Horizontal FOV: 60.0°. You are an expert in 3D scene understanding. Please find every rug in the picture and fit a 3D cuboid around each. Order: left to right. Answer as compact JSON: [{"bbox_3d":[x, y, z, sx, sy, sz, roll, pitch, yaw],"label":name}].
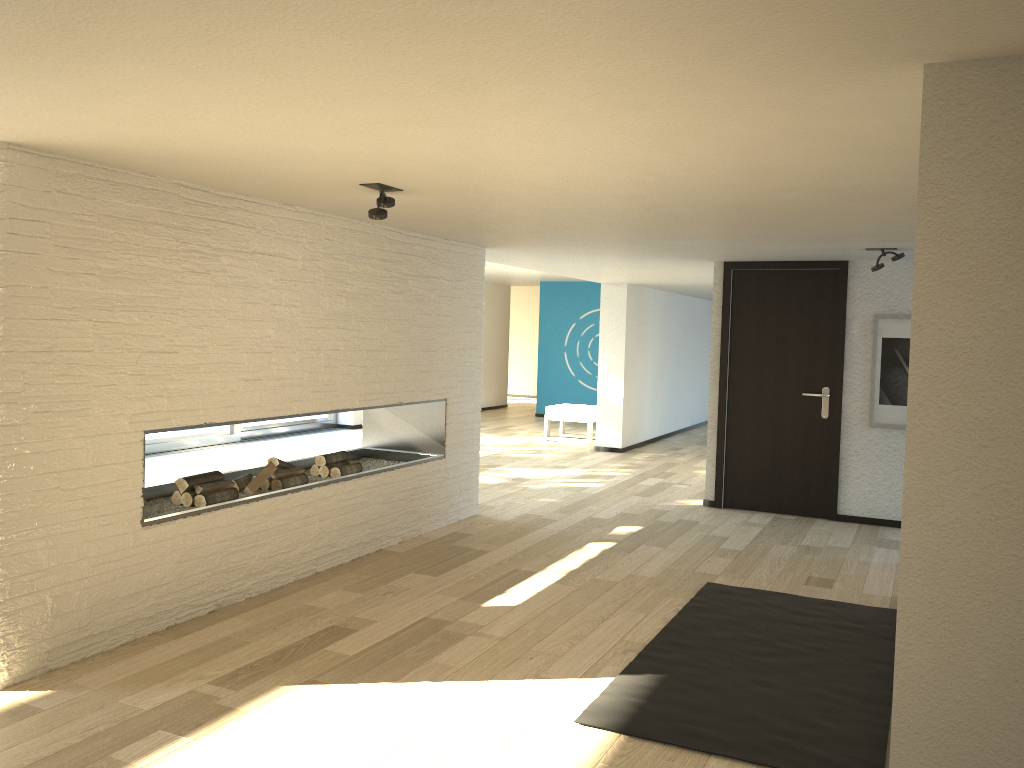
[{"bbox_3d":[1.082,1.147,3.737,0.979,0.011,1.999,3,4,25],"label":"rug"}]

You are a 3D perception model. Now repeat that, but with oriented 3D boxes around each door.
[{"bbox_3d":[-3.084,-0.222,7.924,19.445,2.372,22.956,3,4,25],"label":"door"},{"bbox_3d":[2.065,0.032,6.840,0.920,1.946,0.108,3,3,25],"label":"door"}]

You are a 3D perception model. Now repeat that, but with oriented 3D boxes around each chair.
[{"bbox_3d":[0.817,0.501,11.333,0.611,0.442,0.610,3,3,25],"label":"chair"}]

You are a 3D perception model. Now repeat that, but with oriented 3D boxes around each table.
[{"bbox_3d":[-2.609,0.771,5.923,1.220,0.305,1.220,3,4,25],"label":"table"}]

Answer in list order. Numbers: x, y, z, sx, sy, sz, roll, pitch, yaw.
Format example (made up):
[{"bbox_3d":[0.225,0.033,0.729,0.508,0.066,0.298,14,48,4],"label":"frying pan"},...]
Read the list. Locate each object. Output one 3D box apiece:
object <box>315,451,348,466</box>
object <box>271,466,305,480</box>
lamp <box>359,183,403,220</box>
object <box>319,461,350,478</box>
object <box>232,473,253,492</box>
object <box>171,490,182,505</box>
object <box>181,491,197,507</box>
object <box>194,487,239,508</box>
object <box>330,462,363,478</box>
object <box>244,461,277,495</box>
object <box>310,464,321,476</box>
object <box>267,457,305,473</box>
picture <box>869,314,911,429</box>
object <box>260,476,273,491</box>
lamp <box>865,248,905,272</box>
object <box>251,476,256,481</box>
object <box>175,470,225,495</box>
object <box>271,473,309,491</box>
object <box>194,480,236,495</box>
[{"bbox_3d":[-1.130,0.467,5.566,0.082,0.073,0.237,3,3,24],"label":"object"},{"bbox_3d":[-1.283,0.513,5.071,0.064,0.060,0.229,3,3,26],"label":"object"},{"bbox_3d":[-0.572,-0.783,3.871,0.135,0.153,0.234,3,3,25],"label":"lamp"},{"bbox_3d":[-1.106,0.533,5.545,0.076,0.076,0.236,3,3,24],"label":"object"},{"bbox_3d":[-1.513,0.555,4.946,0.075,0.074,0.246,2,3,4],"label":"object"},{"bbox_3d":[-1.642,0.571,4.589,0.075,0.074,0.246,3,3,24],"label":"object"},{"bbox_3d":[-1.581,0.575,4.546,0.076,0.076,0.236,3,3,24],"label":"object"},{"bbox_3d":[-1.505,0.579,4.521,0.082,0.073,0.237,3,3,24],"label":"object"},{"bbox_3d":[-1.030,0.537,5.521,0.082,0.073,0.237,3,3,24],"label":"object"},{"bbox_3d":[-1.394,0.515,4.901,0.064,0.165,0.225,3,3,24],"label":"object"},{"bbox_3d":[-1.167,0.529,5.588,0.075,0.074,0.246,3,3,24],"label":"object"},{"bbox_3d":[-1.320,0.499,5.176,0.093,0.170,0.272,3,3,24],"label":"object"},{"bbox_3d":[3.079,-0.073,6.328,0.959,0.828,0.017,3,3,25],"label":"picture"},{"bbox_3d":[-1.337,0.553,5.060,0.076,0.076,0.236,3,3,24],"label":"object"},{"bbox_3d":[2.409,-0.799,5.728,0.234,0.153,0.135,3,3,25],"label":"lamp"},{"bbox_3d":[-1.397,0.549,5.103,0.075,0.074,0.246,3,3,24],"label":"object"},{"bbox_3d":[-1.606,0.507,4.572,0.093,0.088,0.260,3,3,24],"label":"object"},{"bbox_3d":[-1.261,0.557,5.035,0.082,0.073,0.237,3,3,24],"label":"object"},{"bbox_3d":[-1.527,0.534,4.557,0.064,0.060,0.229,3,3,26],"label":"object"}]
